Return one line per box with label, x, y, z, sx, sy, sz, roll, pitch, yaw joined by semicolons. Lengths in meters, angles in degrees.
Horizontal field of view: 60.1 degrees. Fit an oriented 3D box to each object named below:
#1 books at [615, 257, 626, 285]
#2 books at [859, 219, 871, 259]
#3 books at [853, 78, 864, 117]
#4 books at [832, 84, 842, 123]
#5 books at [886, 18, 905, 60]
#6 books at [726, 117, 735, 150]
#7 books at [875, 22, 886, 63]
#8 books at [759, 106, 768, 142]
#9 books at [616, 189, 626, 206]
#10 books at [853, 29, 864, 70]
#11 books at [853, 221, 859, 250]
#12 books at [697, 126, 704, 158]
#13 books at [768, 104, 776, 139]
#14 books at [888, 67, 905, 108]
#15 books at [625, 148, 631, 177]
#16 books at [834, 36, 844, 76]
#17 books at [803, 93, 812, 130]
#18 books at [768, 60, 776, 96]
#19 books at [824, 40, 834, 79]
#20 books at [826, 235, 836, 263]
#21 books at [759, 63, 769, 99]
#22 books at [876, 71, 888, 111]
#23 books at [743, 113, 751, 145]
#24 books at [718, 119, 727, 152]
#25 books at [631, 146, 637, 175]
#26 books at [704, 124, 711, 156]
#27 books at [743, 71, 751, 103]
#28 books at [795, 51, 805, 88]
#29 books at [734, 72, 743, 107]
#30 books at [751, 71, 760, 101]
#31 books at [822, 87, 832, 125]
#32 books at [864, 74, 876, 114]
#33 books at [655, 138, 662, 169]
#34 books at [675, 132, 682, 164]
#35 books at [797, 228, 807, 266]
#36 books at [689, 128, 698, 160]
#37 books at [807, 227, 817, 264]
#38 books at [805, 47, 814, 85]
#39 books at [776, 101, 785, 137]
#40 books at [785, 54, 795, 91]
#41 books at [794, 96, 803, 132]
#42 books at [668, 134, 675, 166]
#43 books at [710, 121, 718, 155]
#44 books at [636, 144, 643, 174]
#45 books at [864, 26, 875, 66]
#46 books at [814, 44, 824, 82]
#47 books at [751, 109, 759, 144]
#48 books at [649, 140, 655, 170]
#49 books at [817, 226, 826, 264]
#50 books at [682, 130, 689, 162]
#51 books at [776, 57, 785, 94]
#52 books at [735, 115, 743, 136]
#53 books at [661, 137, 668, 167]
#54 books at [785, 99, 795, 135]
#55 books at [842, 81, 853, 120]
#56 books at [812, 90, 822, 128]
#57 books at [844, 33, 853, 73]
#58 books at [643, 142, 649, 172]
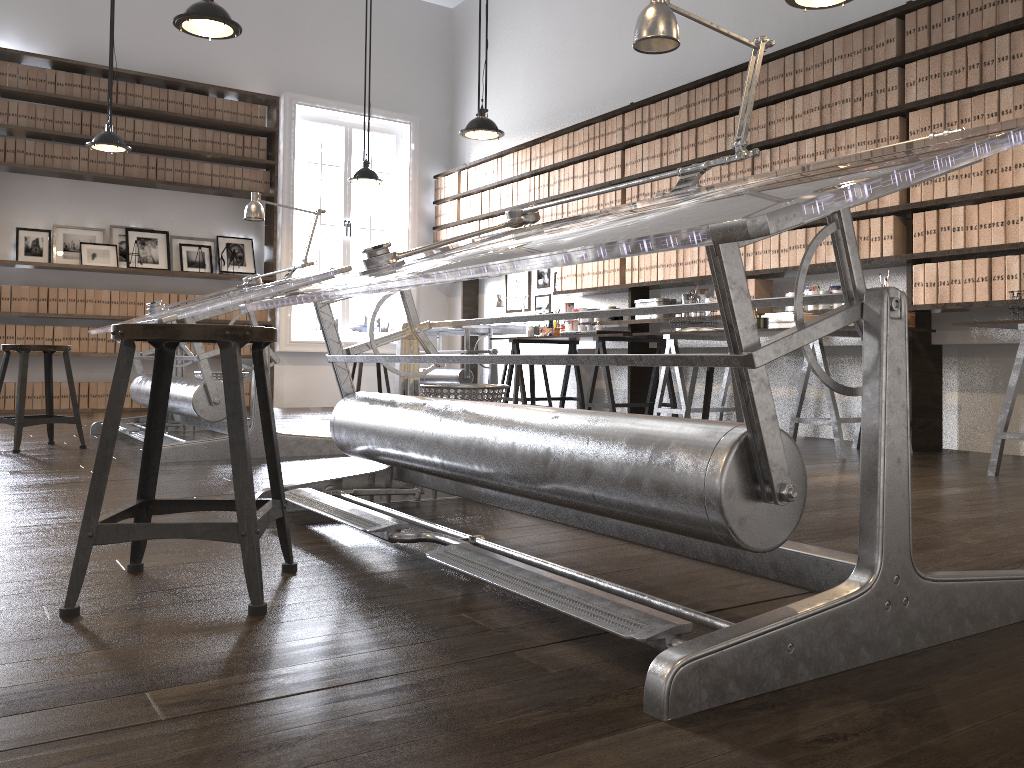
books;0.885;-0.874;6.871;0.174;0.226;0.067;1;-1;-33
books;2.067;-0.818;5.062;0.174;0.226;0.066;1;-1;-33
books;2.053;-1.636;5.124;0.174;0.226;0.066;1;-1;-33
books;1.975;-1.640;5.242;0.174;0.226;0.066;1;-1;-33
books;2.169;-1.908;4.950;0.174;0.226;0.066;1;-1;-33
books;1.522;-1.661;5.934;0.174;0.226;0.066;1;-1;-33
books;2.134;-1.910;5.011;0.174;0.226;0.066;1;-1;-33
books;1.670;-1.654;5.700;0.174;0.226;0.067;1;-1;-33
books;0.897;-1.422;6.890;0.174;0.226;0.066;1;-1;-33
books;2.054;-1.914;5.124;0.174;0.226;0.067;1;-1;-33
books;2.022;-0.820;5.121;0.174;0.226;0.067;1;-1;-33
books;1.376;-1.668;6.165;0.174;0.226;0.066;1;-1;-33
books;1.714;-1.652;5.646;0.174;0.226;0.066;1;-1;-33
books;2.174;-1.631;4.934;0.174;0.226;0.066;1;-1;-33
books;0.956;-1.688;6.812;0.174;0.226;0.066;1;-1;-33
books;1.986;-1.917;5.235;0.174;0.226;0.066;1;-1;-33
books;1.862;-1.645;5.414;0.174;0.226;0.066;1;-1;-33
books;1.719;-1.930;5.646;0.174;0.226;0.066;1;-1;-33
books;1.945;-1.919;5.294;0.174;0.226;0.067;1;-1;-33
books;1.943;-0.824;5.244;0.174;0.226;0.066;1;-1;-33
books;1.679;-1.931;5.709;0.174;0.226;0.066;1;-1;-33
books;2.134;-1.632;4.999;0.174;0.226;0.066;1;-1;-33
books;1.602;-1.657;5.811;0.174;0.226;0.066;1;-1;-33
books;1.480;-1.663;5.993;0.174;0.226;0.066;1;-1;-33
books;0.992;-1.686;6.753;0.174;0.226;0.066;1;-1;-33
books;1.410;-1.666;6.109;0.174;0.226;0.066;1;-1;-33
books;1.602;-1.935;5.825;0.174;0.226;0.066;1;-1;-33
books;1.832;-1.924;5.471;0.174;0.226;0.066;1;-1;-33
books;1.559;-1.937;5.884;0.174;0.226;0.066;1;-1;-33
books;1.643;-1.933;5.769;0.174;0.226;0.066;1;-1;-33
books;1.937;-1.642;5.302;0.174;0.226;0.066;1;-1;-33
books;2.089;-1.634;5.058;0.174;0.226;0.067;1;-1;-33
books;1.137;-1.679;6.522;0.174;0.226;0.067;1;-1;-33
books;1.252;-1.674;6.347;0.174;0.226;0.066;1;-1;-33
books;1.828;-0.829;5.419;0.174;0.226;0.067;1;-1;-33
books;1.331;-1.670;6.224;0.174;0.226;0.067;1;-1;-33
books;1.869;-0.828;5.365;0.174;0.226;0.066;1;-1;-33
books;1.873;-1.922;5.415;0.174;0.226;0.066;1;-1;-33
books;1.751;-1.650;5.586;0.174;0.226;0.066;1;-1;-33
books;1.790;-1.926;5.530;0.174;0.226;0.066;1;-1;-33
books;1.827;-1.647;5.465;0.174;0.226;0.066;1;-1;-33
books;1.217;-1.676;6.409;0.174;0.226;0.066;1;-1;-33
books;1.440;-1.665;6.054;0.174;0.226;0.067;1;-1;-33
books;1.027;-1.684;6.692;0.174;0.226;0.067;1;-1;-33
books;2.095;-1.912;5.071;0.174;0.226;0.066;1;-1;-33
books;1.910;-1.921;5.355;0.174;0.226;0.066;1;-1;-33
books;1.638;-1.656;5.759;0.174;0.226;0.066;1;-1;-33
books;1.104;-1.681;6.580;0.174;0.226;0.066;1;-1;-33
books;1.908;-0.826;5.306;0.174;0.226;0.066;1;-1;-33
books;1.295;-1.672;6.290;0.174;0.226;0.066;1;-1;-33
books;1.750;-1.928;5.591;0.174;0.226;0.067;1;-1;-33
books;1.561;-1.659;5.871;0.174;0.226;0.067;1;-1;-33
books;1.178;-1.677;6.468;0.174;0.226;0.066;1;-1;-33
books;1.786;-1.649;5.525;0.174;0.226;0.067;1;-1;-33
books;2.010;-1.638;5.181;0.174;0.226;0.066;1;-1;-33
books;1.895;-1.643;5.355;0.174;0.226;0.067;1;-1;-33
books;2.021;-1.915;5.183;0.174;0.226;0.066;1;-1;-33
books;1.069;-1.682;6.632;0.174;0.226;0.066;1;-1;-33
